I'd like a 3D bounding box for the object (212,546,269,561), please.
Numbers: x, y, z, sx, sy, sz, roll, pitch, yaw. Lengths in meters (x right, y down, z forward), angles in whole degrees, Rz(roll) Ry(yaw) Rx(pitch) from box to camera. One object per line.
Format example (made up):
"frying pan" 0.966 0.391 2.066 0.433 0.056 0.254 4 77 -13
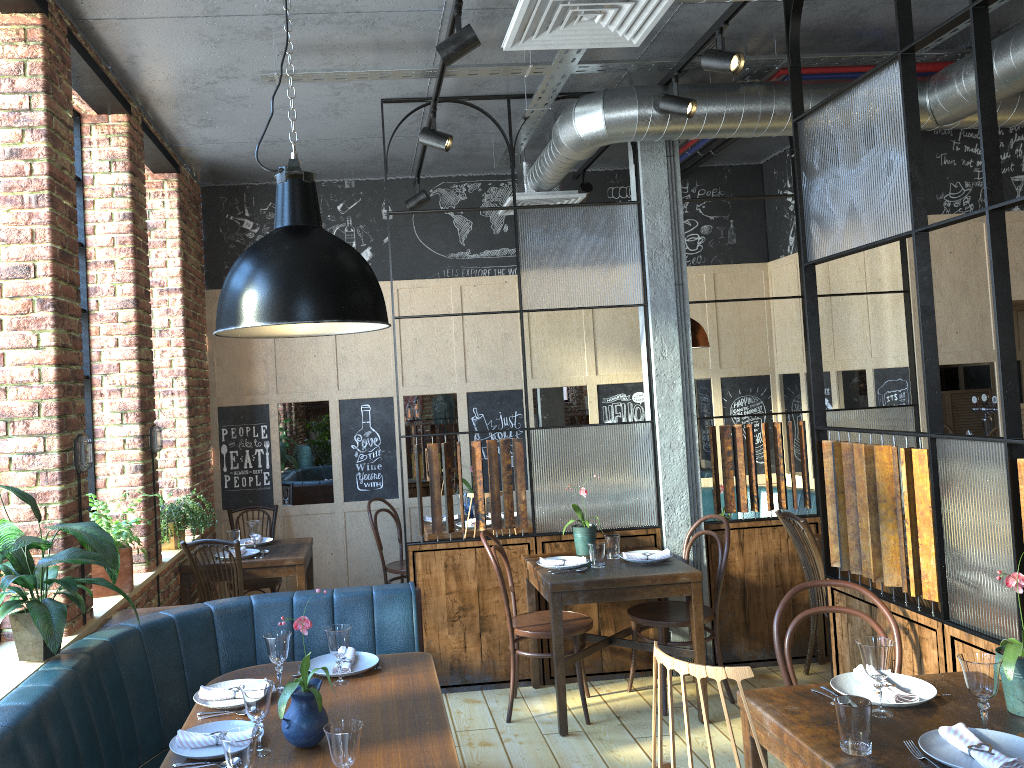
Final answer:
"object" -1.659 1.029 5.381 0.324 0.051 0.270 -3 0 -3

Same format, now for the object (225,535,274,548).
"object" -1.732 1.036 5.821 0.324 0.051 0.270 -3 0 -3

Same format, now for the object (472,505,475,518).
"object" -0.237 0.917 6.231 0.082 0.120 0.086 -3 -2 -17

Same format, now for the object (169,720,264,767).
"object" -0.859 1.031 2.558 0.268 0.051 0.326 -3 0 -4

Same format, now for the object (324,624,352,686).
"object" -0.605 0.949 3.082 0.102 0.192 0.095 -4 -2 23

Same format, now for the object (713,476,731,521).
"object" 1.328 0.790 5.569 0.139 0.432 0.213 -4 -2 11

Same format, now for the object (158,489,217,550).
"object" -2.033 0.798 5.286 0.494 0.370 0.611 -3 -1 -7

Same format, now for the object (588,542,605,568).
"object" 0.432 0.867 4.465 0.080 0.120 0.088 -2 -2 -38

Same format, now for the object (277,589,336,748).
"object" -0.605 0.827 2.537 0.139 0.432 0.213 -4 -2 11

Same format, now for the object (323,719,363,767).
"object" -0.406 0.931 2.148 0.102 0.192 0.095 -4 -2 23

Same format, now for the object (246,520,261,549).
"object" -1.612 0.956 5.511 0.094 0.192 0.102 -2 -2 -36

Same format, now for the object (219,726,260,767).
"object" -0.657 0.946 2.140 0.102 0.192 0.095 -4 -2 23

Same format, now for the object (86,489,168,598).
"object" -1.889 0.727 4.097 0.430 0.483 0.449 -4 -1 15

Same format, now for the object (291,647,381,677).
"object" -0.641 1.023 3.240 0.324 0.051 0.270 -3 0 -3

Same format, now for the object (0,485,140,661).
"object" -1.615 0.561 2.981 0.602 0.752 0.740 -3 -1 -8

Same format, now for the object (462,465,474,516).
"object" -0.315 0.768 6.593 0.215 0.432 0.138 -3 -2 -10

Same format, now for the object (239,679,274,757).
"object" -0.721 0.952 2.507 0.102 0.192 0.095 -4 -2 23

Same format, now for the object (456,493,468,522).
"object" -0.351 0.888 6.328 0.094 0.192 0.102 -2 -2 -36

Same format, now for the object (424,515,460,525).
"object" -0.504 0.968 6.353 0.266 0.051 0.328 -3 0 -9

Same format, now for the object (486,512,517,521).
"object" -0.053 0.942 6.384 0.268 0.051 0.326 -3 0 -4

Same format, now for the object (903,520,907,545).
"object" 2.029 0.775 4.599 0.087 0.120 0.081 -4 -2 24

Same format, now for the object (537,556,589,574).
"object" 0.265 0.912 4.522 0.268 0.051 0.326 -3 0 -4

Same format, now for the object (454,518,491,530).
"object" -0.234 0.950 6.042 0.324 0.051 0.270 -3 0 -3

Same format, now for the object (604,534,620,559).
"object" 0.534 0.862 4.667 0.080 0.120 0.088 -2 -2 -38

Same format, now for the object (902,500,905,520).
"object" 2.144 0.733 4.779 0.100 0.192 0.096 -4 -2 13

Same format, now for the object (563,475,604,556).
"object" 0.384 0.719 4.824 0.193 0.427 0.153 -2 -2 -35

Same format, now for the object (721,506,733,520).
"object" 1.421 0.906 5.820 0.094 0.192 0.102 -2 -2 -36

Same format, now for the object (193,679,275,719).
"object" -0.935 1.038 2.958 0.268 0.051 0.326 -3 0 -4

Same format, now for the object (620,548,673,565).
"object" 0.695 0.887 4.595 0.268 0.051 0.326 -3 0 -4

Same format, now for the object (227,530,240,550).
"object" -1.789 1.004 5.668 0.086 0.120 0.083 -4 -2 11
